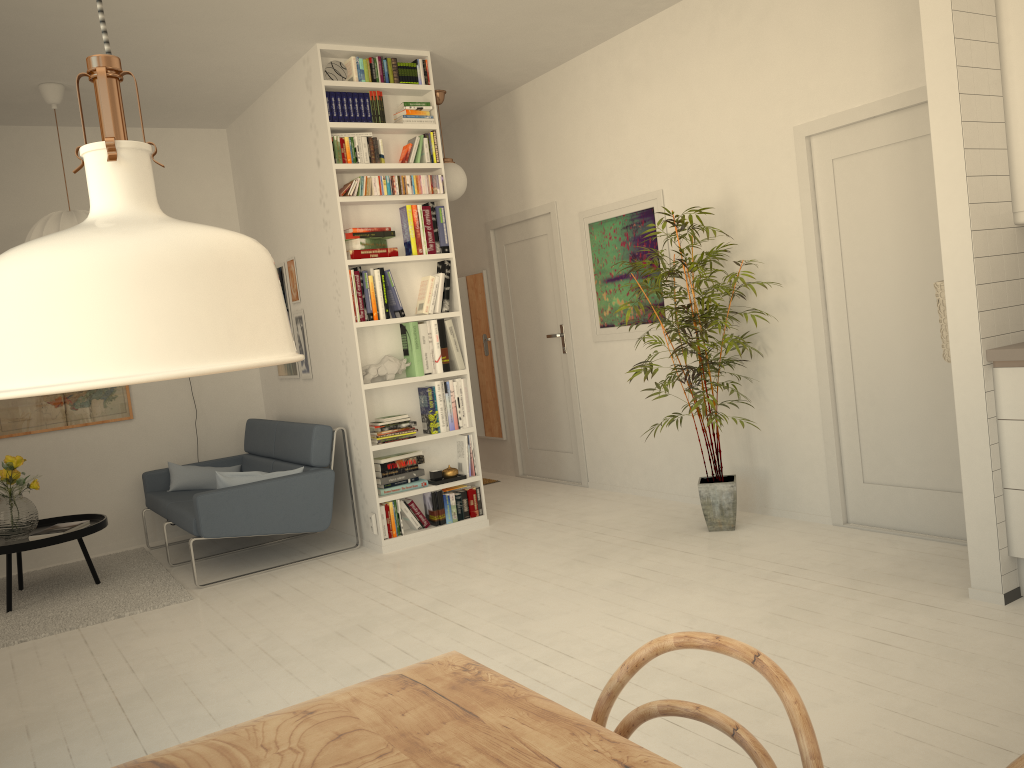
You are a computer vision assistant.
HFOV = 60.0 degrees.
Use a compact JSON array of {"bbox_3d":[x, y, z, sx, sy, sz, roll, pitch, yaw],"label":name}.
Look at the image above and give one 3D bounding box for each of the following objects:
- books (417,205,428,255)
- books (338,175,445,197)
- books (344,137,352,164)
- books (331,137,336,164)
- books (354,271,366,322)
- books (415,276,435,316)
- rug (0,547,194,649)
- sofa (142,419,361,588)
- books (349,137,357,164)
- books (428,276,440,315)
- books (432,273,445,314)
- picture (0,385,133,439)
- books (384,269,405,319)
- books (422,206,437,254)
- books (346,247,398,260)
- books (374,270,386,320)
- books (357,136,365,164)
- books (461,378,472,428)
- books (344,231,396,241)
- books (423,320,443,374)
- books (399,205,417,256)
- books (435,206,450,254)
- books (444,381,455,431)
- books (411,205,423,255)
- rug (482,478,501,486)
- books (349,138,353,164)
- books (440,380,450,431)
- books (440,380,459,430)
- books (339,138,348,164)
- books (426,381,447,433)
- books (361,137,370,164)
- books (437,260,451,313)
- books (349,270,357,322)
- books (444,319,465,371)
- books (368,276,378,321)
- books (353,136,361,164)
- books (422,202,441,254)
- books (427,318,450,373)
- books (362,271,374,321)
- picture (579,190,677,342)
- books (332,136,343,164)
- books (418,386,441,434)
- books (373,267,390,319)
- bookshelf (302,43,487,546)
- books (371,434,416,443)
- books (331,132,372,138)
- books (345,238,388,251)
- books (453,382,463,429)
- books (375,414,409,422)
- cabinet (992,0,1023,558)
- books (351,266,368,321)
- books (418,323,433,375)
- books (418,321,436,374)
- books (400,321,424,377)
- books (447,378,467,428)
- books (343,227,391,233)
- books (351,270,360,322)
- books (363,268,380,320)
[{"bbox_3d":[-0.583,-0.920,5.381,0.029,0.301,0.185,-9,4,-32],"label":"books"},{"bbox_3d":[-0.760,-1.155,5.271,0.665,0.110,0.278,-9,5,-32],"label":"books"},{"bbox_3d":[-0.981,-1.325,5.116,0.023,0.152,0.199,-9,4,-32],"label":"books"},{"bbox_3d":[-1.067,-1.314,5.092,0.019,0.156,0.205,-9,4,-32],"label":"books"},{"bbox_3d":[-0.921,-0.499,5.152,0.032,0.291,0.203,-9,4,-32],"label":"books"},{"bbox_3d":[-0.531,-0.533,5.373,0.115,0.232,0.133,-9,4,-32],"label":"books"},{"bbox_3d":[-2.644,1.207,5.002,1.305,0.012,1.661,-9,5,-30],"label":"rug"},{"bbox_3d":[-1.732,0.669,5.633,0.964,0.773,1.603,-9,5,-32],"label":"sofa"},{"bbox_3d":[-0.958,-1.332,5.149,0.024,0.155,0.188,-9,4,-32],"label":"books"},{"bbox_3d":[-0.505,-0.536,5.398,0.106,0.225,0.138,-9,4,-32],"label":"books"},{"bbox_3d":[-0.481,-0.548,5.440,0.092,0.244,0.196,-9,4,-32],"label":"books"},{"bbox_3d":[-3.050,-0.220,5.921,0.838,1.052,0.012,-9,4,-32],"label":"picture"},{"bbox_3d":[-0.733,-0.528,5.270,0.093,0.288,0.200,-9,4,-32],"label":"books"},{"bbox_3d":[-0.542,-0.921,5.399,0.059,0.291,0.182,-9,4,-32],"label":"books"},{"bbox_3d":[-0.846,-0.752,5.199,0.301,0.056,0.202,-9,5,-32],"label":"books"},{"bbox_3d":[-0.812,-0.517,5.214,0.032,0.290,0.189,-9,4,-32],"label":"books"},{"bbox_3d":[-0.925,-1.338,5.170,0.028,0.159,0.222,-9,4,-32],"label":"books"},{"bbox_3d":[-0.336,0.117,5.531,0.039,0.303,0.229,-9,4,-32],"label":"books"},{"bbox_3d":[-0.870,-0.861,5.210,0.314,0.035,0.205,-9,5,-32],"label":"books"},{"bbox_3d":[-0.510,-0.223,5.418,0.037,0.324,0.240,-9,4,-32],"label":"books"},{"bbox_3d":[-0.646,-0.914,5.354,0.032,0.300,0.200,-9,4,-32],"label":"books"},{"bbox_3d":[-0.463,-0.933,5.447,0.054,0.289,0.179,-9,4,-32],"label":"books"},{"bbox_3d":[-0.416,0.137,5.435,0.035,0.304,0.150,-9,4,-32],"label":"books"},{"bbox_3d":[-0.613,-0.916,5.368,0.039,0.301,0.199,-9,4,-32],"label":"books"},{"bbox_3d":[-0.632,0.833,6.963,0.942,0.002,0.553,-9,5,-32],"label":"rug"},{"bbox_3d":[-0.973,-1.326,5.138,0.013,0.149,0.208,-9,4,-32],"label":"books"},{"bbox_3d":[-0.465,0.134,5.452,0.027,0.311,0.228,-9,4,-32],"label":"books"},{"bbox_3d":[-0.409,0.128,5.478,0.025,0.305,0.213,-9,4,-32],"label":"books"},{"bbox_3d":[-1.006,-1.319,5.105,0.030,0.149,0.202,-9,4,-32],"label":"books"},{"bbox_3d":[-0.490,0.138,5.433,0.037,0.311,0.241,-9,4,-32],"label":"books"},{"bbox_3d":[-0.894,-1.340,5.181,0.035,0.158,0.199,-9,4,-32],"label":"books"},{"bbox_3d":[-0.438,-0.593,5.459,0.092,0.318,0.179,-9,4,-32],"label":"books"},{"bbox_3d":[-0.965,-0.498,5.140,0.021,0.301,0.222,-9,4,-32],"label":"books"},{"bbox_3d":[-0.405,-0.237,5.487,0.099,0.316,0.229,-9,4,-32],"label":"books"},{"bbox_3d":[-0.849,-0.493,5.187,0.024,0.260,0.199,-9,4,-32],"label":"books"},{"bbox_3d":[-0.934,-1.333,5.145,0.012,0.155,0.208,-9,4,-32],"label":"books"},{"bbox_3d":[-0.505,-0.941,5.423,0.039,0.317,0.161,-9,4,-32],"label":"books"},{"bbox_3d":[-0.467,-0.232,5.439,0.056,0.327,0.202,-9,4,-32],"label":"books"},{"bbox_3d":[-0.877,-0.505,5.178,0.030,0.289,0.200,-9,4,-32],"label":"books"},{"bbox_3d":[0.723,-0.721,5.650,0.012,0.876,0.822,-9,4,-32],"label":"picture"},{"bbox_3d":[-1.031,-1.319,5.086,0.034,0.162,0.197,-9,4,-32],"label":"books"},{"bbox_3d":[-0.522,0.158,5.399,0.058,0.284,0.200,-9,4,-32],"label":"books"},{"bbox_3d":[-0.781,-0.528,5.225,0.033,0.306,0.150,-9,4,-32],"label":"books"},{"bbox_3d":[-0.684,-0.508,5.315,0.710,2.899,0.249,-9,4,-32],"label":"bookshelf"},{"bbox_3d":[-0.719,0.318,5.246,0.247,0.014,0.173,-9,5,-33],"label":"books"},{"bbox_3d":[-0.958,-1.423,5.148,0.255,0.022,0.189,-8,4,-22],"label":"books"},{"bbox_3d":[-0.859,-0.809,5.202,0.128,0.064,0.269,-5,4,28],"label":"books"},{"bbox_3d":[-0.380,0.132,5.479,0.022,0.291,0.208,-9,4,-32],"label":"books"},{"bbox_3d":[-0.716,0.202,5.248,0.166,0.019,0.127,-10,5,-39],"label":"books"},{"bbox_3d":[2.255,-0.333,0.668,2.854,2.159,4.844,-9,5,-32],"label":"cabinet"},{"bbox_3d":[-0.901,-0.516,5.165,0.021,0.317,0.179,-9,4,-32],"label":"books"},{"bbox_3d":[-0.570,-0.204,5.374,0.065,0.311,0.199,-9,4,-32],"label":"books"},{"bbox_3d":[-0.544,-0.218,5.412,0.023,0.321,0.235,-9,4,-32],"label":"books"},{"bbox_3d":[-0.620,-0.205,5.338,0.056,0.328,0.228,-9,4,-32],"label":"books"},{"bbox_3d":[-0.350,0.120,5.486,0.037,0.307,0.161,-9,4,-32],"label":"books"},{"bbox_3d":[-0.877,-0.889,5.198,0.266,0.026,0.203,-11,5,-43],"label":"books"},{"bbox_3d":[-0.946,-0.501,5.144,0.015,0.300,0.207,-9,4,-32],"label":"books"},{"bbox_3d":[-0.842,-0.517,5.212,0.020,0.304,0.193,-9,4,-32],"label":"books"}]
